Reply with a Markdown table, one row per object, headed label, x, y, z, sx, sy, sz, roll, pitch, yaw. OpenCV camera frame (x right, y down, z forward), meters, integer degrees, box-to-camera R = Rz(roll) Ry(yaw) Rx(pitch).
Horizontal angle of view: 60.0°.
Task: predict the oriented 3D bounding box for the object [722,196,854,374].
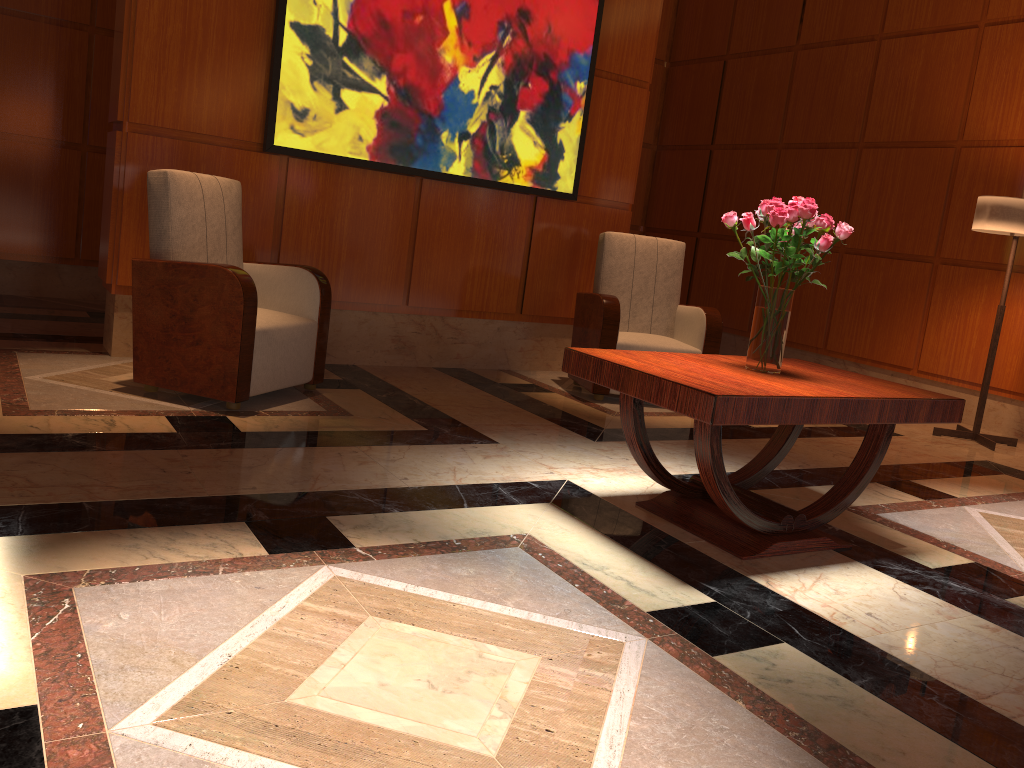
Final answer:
| label | x | y | z | sx | sy | sz | roll | pitch | yaw |
| --- | --- | --- | --- | --- | --- | --- | --- | --- | --- |
| object | 0.893 | -0.335 | 2.984 | 0.350 | 0.593 | 0.329 | 6 | 8 | -12 |

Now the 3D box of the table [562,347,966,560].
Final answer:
| label | x | y | z | sx | sy | sz | roll | pitch | yaw |
| --- | --- | --- | --- | --- | --- | --- | --- | --- | --- |
| table | 0.822 | 0.224 | 3.026 | 1.167 | 0.531 | 0.729 | 2 | 11 | -32 |

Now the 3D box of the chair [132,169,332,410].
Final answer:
| label | x | y | z | sx | sy | sz | roll | pitch | yaw |
| --- | --- | --- | --- | --- | --- | --- | --- | --- | --- |
| chair | -1.261 | -0.451 | 4.034 | 0.630 | 0.956 | 0.740 | 10 | 9 | 16 |

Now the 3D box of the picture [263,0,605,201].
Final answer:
| label | x | y | z | sx | sy | sz | roll | pitch | yaw |
| --- | --- | --- | --- | --- | --- | --- | --- | --- | --- |
| picture | -0.334 | -2.041 | 5.031 | 1.995 | 1.727 | 0.057 | 2 | 10 | -32 |

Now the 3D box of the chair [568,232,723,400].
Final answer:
| label | x | y | z | sx | sy | sz | roll | pitch | yaw |
| --- | --- | --- | --- | --- | --- | --- | --- | --- | --- |
| chair | 0.802 | -0.405 | 5.322 | 0.737 | 0.956 | 0.632 | 6 | 9 | -13 |

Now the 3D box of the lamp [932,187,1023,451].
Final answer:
| label | x | y | z | sx | sy | sz | roll | pitch | yaw |
| --- | --- | --- | --- | --- | --- | --- | --- | --- | --- |
| lamp | 2.848 | -0.462 | 5.207 | 0.526 | 1.652 | 0.362 | 0 | 11 | -42 |
